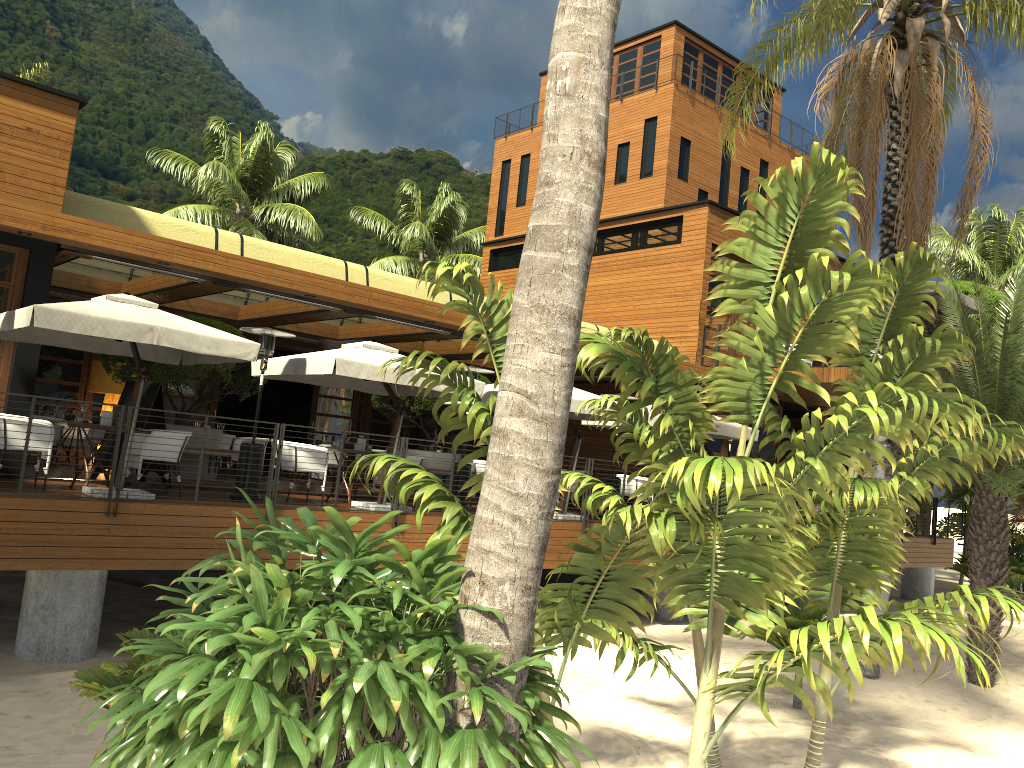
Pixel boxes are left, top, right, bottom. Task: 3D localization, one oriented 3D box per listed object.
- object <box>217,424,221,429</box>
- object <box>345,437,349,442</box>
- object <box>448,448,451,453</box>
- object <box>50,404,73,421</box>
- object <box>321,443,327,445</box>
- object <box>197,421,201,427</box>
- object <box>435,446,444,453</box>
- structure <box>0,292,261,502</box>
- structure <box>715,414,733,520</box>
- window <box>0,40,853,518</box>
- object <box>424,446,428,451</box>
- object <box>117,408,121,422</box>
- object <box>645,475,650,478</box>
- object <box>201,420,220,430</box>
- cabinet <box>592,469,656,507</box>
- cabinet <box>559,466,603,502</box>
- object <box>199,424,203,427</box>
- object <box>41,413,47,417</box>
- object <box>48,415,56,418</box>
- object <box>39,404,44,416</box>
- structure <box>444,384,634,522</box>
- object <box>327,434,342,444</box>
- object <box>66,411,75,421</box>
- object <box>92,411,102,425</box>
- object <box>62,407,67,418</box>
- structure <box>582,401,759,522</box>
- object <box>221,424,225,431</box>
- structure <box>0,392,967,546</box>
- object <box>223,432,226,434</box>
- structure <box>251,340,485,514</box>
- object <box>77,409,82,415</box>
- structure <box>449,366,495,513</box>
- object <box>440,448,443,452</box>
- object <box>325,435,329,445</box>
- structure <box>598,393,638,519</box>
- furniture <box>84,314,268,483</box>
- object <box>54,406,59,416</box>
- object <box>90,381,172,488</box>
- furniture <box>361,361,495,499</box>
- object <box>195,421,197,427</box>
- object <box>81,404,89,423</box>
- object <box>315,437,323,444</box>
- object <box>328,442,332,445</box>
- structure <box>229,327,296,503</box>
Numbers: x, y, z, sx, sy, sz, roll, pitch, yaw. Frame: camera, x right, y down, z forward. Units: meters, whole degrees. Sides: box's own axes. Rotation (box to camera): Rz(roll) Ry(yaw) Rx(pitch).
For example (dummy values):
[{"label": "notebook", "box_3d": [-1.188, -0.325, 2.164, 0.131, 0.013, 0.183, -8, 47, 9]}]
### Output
[{"label": "object", "box_3d": [-5.781, 0.896, 17.457, 0.082, 0.227, 0.082, 10, -7, -36]}, {"label": "object", "box_3d": [-3.526, 1.248, 18.868, 0.082, 0.227, 0.082, 8, -6, -22]}, {"label": "object", "box_3d": [-1.514, 1.659, 21.239, 0.082, 0.227, 0.082, 6, -6, -3]}, {"label": "object", "box_3d": [-7.772, 0.490, 15.286, 0.263, 0.264, 0.263, 6, -6, -6]}, {"label": "object", "box_3d": [-4.020, 1.288, 18.928, 0.116, 0.065, 0.116, 8, -6, -20]}, {"label": "object", "box_3d": [-5.974, 0.827, 16.894, 0.082, 0.227, 0.082, 0, -8, 42]}, {"label": "object", "box_3d": [-1.793, 1.607, 21.136, 0.263, 0.264, 0.263, 5, -6, 8]}, {"label": "structure", "box_3d": [-4.652, 0.083, 10.296, 2.409, 2.337, 2.413, 10, -7, -40]}, {"label": "structure", "box_3d": [4.297, 1.696, 17.637, 0.699, 2.196, 0.698, 1, -7, 37]}, {"label": "window", "box_3d": [1.779, -5.923, 24.523, 14.494, 17.998, 38.330, 3, -6, 27]}, {"label": "object", "box_3d": [-2.050, 1.582, 20.981, 0.082, 0.227, 0.082, 6, -6, -3]}, {"label": "object", "box_3d": [-4.710, 0.403, 10.592, 0.082, 0.227, 0.082, 11, -8, -39]}, {"label": "object", "box_3d": [2.581, 1.762, 16.852, 0.086, 0.086, 0.086, 10, -7, -40]}, {"label": "object", "box_3d": [-5.851, 0.849, 17.169, 0.263, 0.264, 0.263, 10, -7, -37]}, {"label": "cabinet", "box_3d": [2.577, 2.438, 20.190, 0.556, 0.839, 1.611, 11, -7, -40]}, {"label": "cabinet", "box_3d": [1.514, 2.438, 21.415, 0.556, 0.839, 1.611, 11, -7, -40]}, {"label": "object", "box_3d": [-5.891, 0.853, 16.783, 0.163, 0.179, 0.168, 9, -6, -30]}, {"label": "object", "box_3d": [-7.937, 0.539, 15.028, 0.086, 0.086, 0.086, 0, -8, 44]}, {"label": "object", "box_3d": [-7.804, 0.564, 15.029, 0.116, 0.065, 0.116, 9, -6, -30]}, {"label": "object", "box_3d": [-8.023, 0.462, 15.088, 0.082, 0.227, 0.082, 6, -6, 0]}, {"label": "structure", "box_3d": [0.405, 0.977, 14.664, 2.409, 2.337, 2.413, 10, -7, -40]}, {"label": "object", "box_3d": [-3.790, 1.218, 19.009, 0.263, 0.264, 0.263, 8, -6, -23]}, {"label": "object", "box_3d": [-7.470, 0.541, 15.048, 0.163, 0.179, 0.167, 6, -6, -3]}, {"label": "object", "box_3d": [-4.829, 0.400, 10.389, 0.162, 0.179, 0.168, 11, -8, -42]}, {"label": "object", "box_3d": [-7.601, 0.500, 15.036, 0.082, 0.227, 0.082, 8, -6, -16]}, {"label": "structure", "box_3d": [2.933, 1.424, 16.848, 2.409, 2.337, 2.413, 10, -7, -40]}, {"label": "object", "box_3d": [-5.581, 0.883, 17.082, 0.082, 0.227, 0.082, 9, -7, -31]}, {"label": "structure", "box_3d": [1.787, 1.848, 14.382, 26.221, 1.155, 0.163, 10, -7, -40]}, {"label": "object", "box_3d": [-5.578, 0.966, 17.178, 0.086, 0.086, 0.086, 5, -6, 13]}, {"label": "structure", "box_3d": [-2.124, 0.530, 12.480, 2.409, 2.337, 2.413, 10, -7, -40]}, {"label": "object", "box_3d": [-7.562, 0.542, 15.472, 0.082, 0.227, 0.082, 6, -6, 0]}, {"label": "structure", "box_3d": [-0.710, 0.810, 13.311, 0.699, 2.196, 0.698, 1, -7, 37]}, {"label": "object", "box_3d": [-1.661, 1.609, 20.842, 0.082, 0.227, 0.082, 6, -6, 2]}, {"label": "object", "box_3d": [-3.936, 1.197, 18.764, 0.082, 0.227, 0.082, 9, -7, -29]}, {"label": "structure", "box_3d": [1.791, 1.253, 15.471, 0.699, 2.196, 0.698, 1, -7, 37]}, {"label": "furniture", "box_3d": [-5.552, 0.207, 14.784, 2.570, 2.728, 2.713, 4, -6, 14]}, {"label": "object", "box_3d": [-7.985, 0.502, 15.498, 0.082, 0.227, 0.082, 8, -6, -16]}, {"label": "object", "box_3d": [-5.061, 0.658, 11.962, 0.769, 1.400, 0.770, 2, -7, 34]}, {"label": "furniture", "box_3d": [-1.626, 0.893, 18.084, 2.616, 2.728, 2.689, 1, -7, 40]}, {"label": "object", "box_3d": [-6.152, 0.843, 17.282, 0.082, 0.227, 0.082, 9, -7, -31]}, {"label": "object", "box_3d": [-4.861, 0.341, 10.060, 0.082, 0.227, 0.082, 11, -8, -39]}, {"label": "object", "box_3d": [-4.156, 1.234, 19.136, 0.163, 0.179, 0.167, 8, -6, -20]}, {"label": "object", "box_3d": [-3.844, 1.277, 18.721, 0.086, 0.086, 0.086, 4, -6, 22]}, {"label": "structure", "box_3d": [-3.204, 0.370, 11.157, 0.699, 2.196, 0.698, 1, -7, 37]}]
